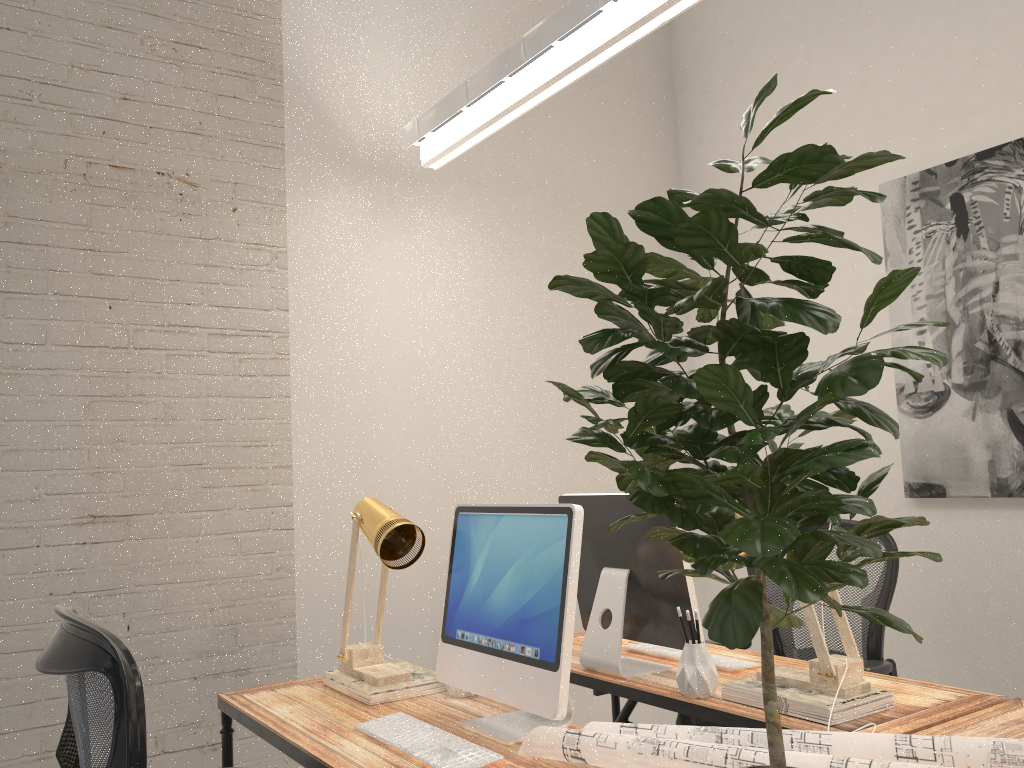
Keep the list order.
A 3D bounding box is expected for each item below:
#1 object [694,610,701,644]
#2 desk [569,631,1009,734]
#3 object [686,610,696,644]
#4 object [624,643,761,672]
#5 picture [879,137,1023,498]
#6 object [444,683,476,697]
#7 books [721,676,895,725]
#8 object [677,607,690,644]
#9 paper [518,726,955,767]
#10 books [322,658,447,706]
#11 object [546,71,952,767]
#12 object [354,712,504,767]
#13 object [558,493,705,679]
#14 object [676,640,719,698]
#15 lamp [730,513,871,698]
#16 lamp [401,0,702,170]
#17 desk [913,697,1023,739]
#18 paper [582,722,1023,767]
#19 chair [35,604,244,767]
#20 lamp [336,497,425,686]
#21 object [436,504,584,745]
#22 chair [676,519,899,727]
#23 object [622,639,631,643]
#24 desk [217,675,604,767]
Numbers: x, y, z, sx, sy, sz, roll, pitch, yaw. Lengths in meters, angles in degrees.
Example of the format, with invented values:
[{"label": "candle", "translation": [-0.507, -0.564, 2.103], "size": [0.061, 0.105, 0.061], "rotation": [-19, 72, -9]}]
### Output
[{"label": "object", "translation": [0.452, 0.643, 2.129], "size": [0.008, 0.207, 0.054], "rotation": [-5, -5, 21]}, {"label": "desk", "translation": [0.533, 1.135, 2.390], "size": [0.529, 0.723, 1.402], "rotation": [1, -7, -34]}, {"label": "object", "translation": [0.440, 0.644, 2.126], "size": [0.008, 0.207, 0.054], "rotation": [-7, -7, 43]}, {"label": "object", "translation": [0.509, 0.780, 2.547], "size": [0.118, 0.017, 0.439], "rotation": [1, -7, -34]}, {"label": "picture", "translation": [1.641, -0.208, 3.025], "size": [0.049, 1.181, 0.732], "rotation": [1, -6, -34]}, {"label": "object", "translation": [-0.124, 0.724, 2.251], "size": [0.101, 0.126, 0.101], "rotation": [-4, -5, 11]}, {"label": "books", "translation": [0.667, 0.707, 2.020], "size": [0.225, 0.038, 0.309], "rotation": [1, -7, -34]}, {"label": "object", "translation": [0.429, 0.646, 2.147], "size": [0.054, 0.207, 0.008], "rotation": [-7, -6, 39]}, {"label": "paper", "translation": [0.490, 0.633, 1.434], "size": [1.135, 0.082, 0.083], "rotation": [-6, -6, 31]}, {"label": "books", "translation": [-0.342, 0.788, 2.360], "size": [0.225, 0.038, 0.309], "rotation": [1, -7, -34]}, {"label": "object", "translation": [0.286, 0.114, 1.140], "size": [0.439, 1.076, 0.514], "rotation": [2, -7, -43]}, {"label": "object", "translation": [-0.183, 0.737, 1.831], "size": [0.118, 0.017, 0.439], "rotation": [1, -7, -34]}, {"label": "object", "translation": [0.299, 0.547, 2.465], "size": [0.190, 0.484, 0.484], "rotation": [1, -6, -34]}, {"label": "object", "translation": [0.445, 0.686, 2.136], "size": [0.101, 0.126, 0.101], "rotation": [-4, -5, 11]}, {"label": "lamp", "translation": [0.651, 0.464, 2.099], "size": [0.126, 0.469, 0.345], "rotation": [1, -6, -34]}, {"label": "lamp", "translation": [1.672, -2.550, 0.263], "size": [0.226, 2.860, 7.311], "rotation": [1, -7, -34]}, {"label": "desk", "translation": [0.724, 1.020, 1.357], "size": [1.401, 0.723, 0.530], "rotation": [1, -7, -34]}, {"label": "paper", "translation": [0.629, 0.636, 1.526], "size": [1.134, 0.082, 0.083], "rotation": [-5, -6, 21]}, {"label": "chair", "translation": [-0.531, 0.923, 1.590], "size": [0.771, 1.084, 0.793], "rotation": [-7, -7, 39]}, {"label": "lamp", "translation": [-0.349, 0.533, 2.325], "size": [0.126, 0.469, 0.345], "rotation": [1, -6, -34]}, {"label": "object", "translation": [0.006, 0.507, 1.954], "size": [0.190, 0.484, 0.484], "rotation": [1, -6, -34]}, {"label": "chair", "translation": [0.874, 0.980, 2.754], "size": [0.771, 1.084, 0.793], "rotation": [-7, -7, 39]}, {"label": "object", "translation": [0.332, 0.810, 2.822], "size": [0.106, 0.029, 0.059], "rotation": [1, -7, -33]}, {"label": "desk", "translation": [-0.174, 1.119, 1.924], "size": [0.529, 0.723, 1.402], "rotation": [1, -7, -34]}]
